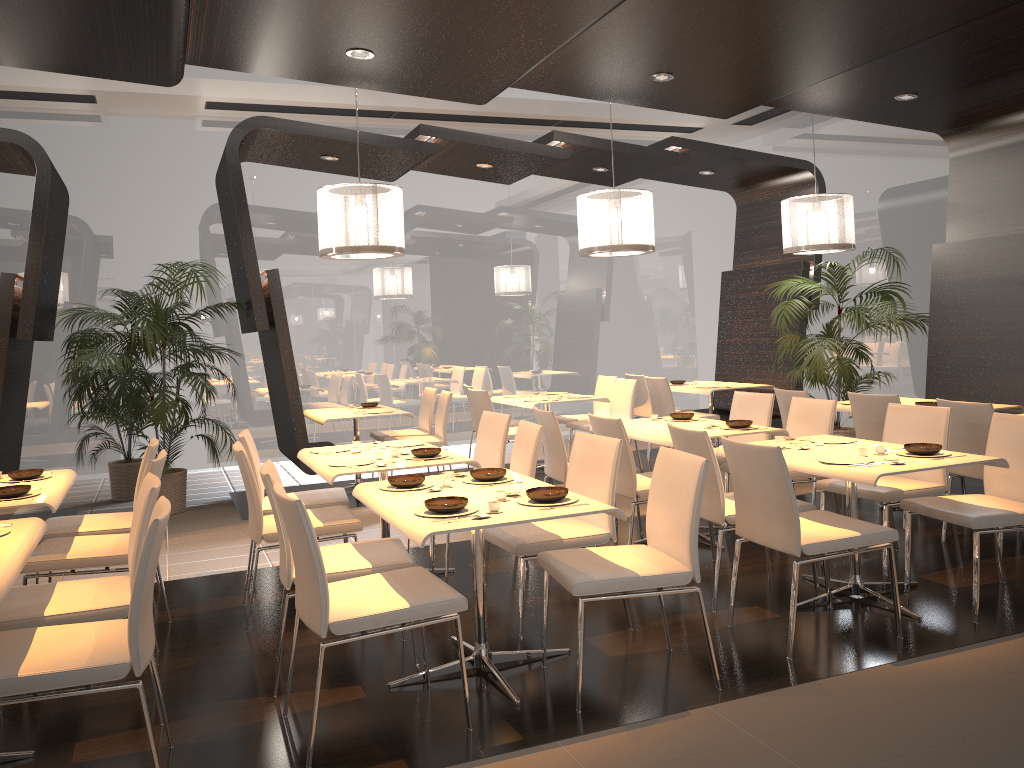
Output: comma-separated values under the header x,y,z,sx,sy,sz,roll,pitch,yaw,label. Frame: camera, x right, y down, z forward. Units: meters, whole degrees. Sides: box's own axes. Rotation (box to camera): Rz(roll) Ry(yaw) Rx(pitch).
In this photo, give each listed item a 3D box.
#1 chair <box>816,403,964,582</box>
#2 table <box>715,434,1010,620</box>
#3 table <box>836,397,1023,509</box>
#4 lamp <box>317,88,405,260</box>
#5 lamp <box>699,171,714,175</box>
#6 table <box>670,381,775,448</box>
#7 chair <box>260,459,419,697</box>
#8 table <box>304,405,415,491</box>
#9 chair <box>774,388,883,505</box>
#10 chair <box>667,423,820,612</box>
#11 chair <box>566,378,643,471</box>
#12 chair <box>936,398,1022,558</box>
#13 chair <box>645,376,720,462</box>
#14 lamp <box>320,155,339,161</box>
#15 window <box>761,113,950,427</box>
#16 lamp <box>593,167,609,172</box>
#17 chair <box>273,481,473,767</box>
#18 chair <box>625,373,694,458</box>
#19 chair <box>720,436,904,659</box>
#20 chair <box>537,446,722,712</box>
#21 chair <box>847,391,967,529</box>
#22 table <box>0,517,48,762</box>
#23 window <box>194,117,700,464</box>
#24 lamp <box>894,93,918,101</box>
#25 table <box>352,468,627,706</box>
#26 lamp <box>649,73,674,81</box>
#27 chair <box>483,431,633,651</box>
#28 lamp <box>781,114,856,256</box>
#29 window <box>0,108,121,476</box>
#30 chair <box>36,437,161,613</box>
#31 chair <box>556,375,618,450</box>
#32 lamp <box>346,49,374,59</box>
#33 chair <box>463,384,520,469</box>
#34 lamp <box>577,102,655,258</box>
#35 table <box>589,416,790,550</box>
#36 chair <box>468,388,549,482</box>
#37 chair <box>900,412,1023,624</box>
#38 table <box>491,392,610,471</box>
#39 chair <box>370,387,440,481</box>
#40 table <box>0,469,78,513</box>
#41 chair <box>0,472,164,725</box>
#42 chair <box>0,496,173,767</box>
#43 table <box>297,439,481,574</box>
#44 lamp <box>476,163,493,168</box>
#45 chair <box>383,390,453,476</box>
x,y,z,sx,sy,sz,roll,pitch,yaw,label
2.097,0.573,4.923,0.606,0.875,0.483,-3,0,-24,chair
1.695,0.696,4.394,0.801,0.726,1.147,-3,2,-22,table
2.994,0.511,6.507,0.801,0.726,1.147,-3,2,-22,table
-1.147,-1.909,6.560,0.626,1.932,0.626,-3,-1,6,lamp
2.085,-2.277,9.468,0.161,0.056,0.161,-4,3,-27,lamp
2.125,0.373,9.393,0.801,0.726,1.147,-3,2,-22,table
-0.745,0.764,3.767,0.606,0.870,0.483,-3,0,-14,chair
-1.401,0.609,8.003,0.801,0.726,1.147,-3,2,-22,table
2.343,0.459,6.624,0.606,0.875,0.483,-3,0,-14,chair
1.161,0.637,4.547,0.606,0.875,0.483,-3,0,-14,chair
0.894,0.401,8.561,0.606,0.870,0.483,-3,0,-19,chair
2.927,0.515,5.252,0.606,0.870,0.483,-3,0,-14,chair
1.700,0.348,8.893,0.606,0.875,0.483,-3,0,-19,chair
-1.648,-2.053,7.976,0.160,0.054,0.160,-3,3,-16,lamp
4.553,-1.337,8.685,0.070,3.980,6.579,-2,2,-22,window
0.901,-2.198,8.994,0.161,0.056,0.161,-4,3,-27,lamp
-0.529,0.789,3.207,0.606,0.870,0.483,-3,0,-24,chair
1.582,0.312,9.529,0.606,0.870,0.483,-3,0,-19,chair
1.304,0.668,3.939,0.606,0.875,0.483,-3,0,-19,chair
0.455,0.727,3.522,0.606,0.870,0.483,-3,0,-14,chair
2.685,0.479,6.048,0.606,0.875,0.483,-3,0,-24,chair
-2.032,0.947,2.908,0.801,0.726,1.147,-3,2,-22,table
-0.451,-1.254,10.851,6.587,3.985,0.070,-3,-1,-22,window
2.946,-2.160,6.608,0.161,0.050,0.161,-3,3,-16,lamp
-0.137,0.820,3.661,0.801,0.726,1.147,-3,2,-22,table
0.987,-2.036,5.825,0.161,0.050,0.161,-3,3,-16,lamp
0.193,0.702,4.162,0.606,0.875,0.483,-3,0,-24,chair
2.776,-2.174,8.129,0.626,1.932,0.626,-3,-1,10,lamp
-7.133,-0.804,8.179,6.587,3.985,0.070,-3,-1,-22,window
-2.212,0.766,4.761,0.606,0.870,0.483,-3,0,-19,chair
0.775,0.369,9.197,0.606,0.875,0.483,-3,0,-19,chair
-0.873,-1.911,5.081,0.160,0.050,0.160,-4,3,-27,lamp
-0.154,0.428,8.861,0.606,0.870,0.483,-3,0,-14,chair
0.830,-2.042,7.350,0.626,1.932,0.626,-3,-1,6,lamp
1.251,0.628,5.827,1.054,0.726,1.147,-3,2,-22,table
-0.051,0.468,8.167,0.606,0.875,0.483,-3,0,-24,chair
2.287,0.606,4.255,0.606,0.875,0.483,-3,0,-14,chair
0.357,0.491,8.694,0.801,0.726,1.147,-3,2,-22,table
-1.016,0.491,8.461,0.606,0.875,0.483,-3,0,-19,chair
-2.596,0.886,4.304,0.801,0.726,1.147,-3,2,-22,table
-1.647,0.830,3.365,0.606,0.875,0.483,-3,0,-24,chair
-1.386,0.853,2.794,0.606,0.875,0.483,-3,0,-19,chair
-0.724,0.761,5.033,0.801,0.726,1.147,-3,2,-22,table
-0.264,-2.119,8.529,0.161,0.056,0.161,-4,3,-27,lamp
-0.822,0.518,7.855,0.606,0.870,0.483,-3,0,-14,chair
